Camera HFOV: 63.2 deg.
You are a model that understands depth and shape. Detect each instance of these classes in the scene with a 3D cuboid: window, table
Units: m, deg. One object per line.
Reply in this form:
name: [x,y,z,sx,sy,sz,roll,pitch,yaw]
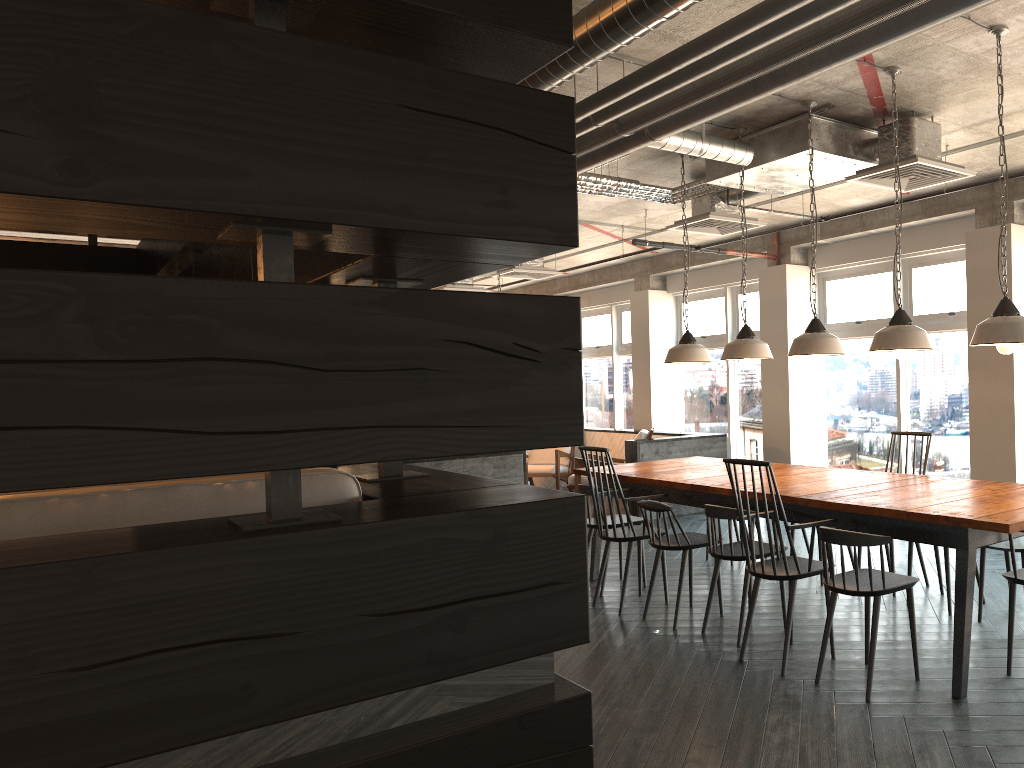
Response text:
window: [1.590,-0.019,12.698,0.286,2.875,2.129,-2,1,-30]
window: [3.990,-0.102,8.534,0.286,2.875,2.129,-2,1,-30]
table: [1.818,0.988,5.218,1.386,0.792,3.205,-2,0,-31]
window: [2.791,-0.061,10.614,0.286,2.875,2.129,-2,1,-30]

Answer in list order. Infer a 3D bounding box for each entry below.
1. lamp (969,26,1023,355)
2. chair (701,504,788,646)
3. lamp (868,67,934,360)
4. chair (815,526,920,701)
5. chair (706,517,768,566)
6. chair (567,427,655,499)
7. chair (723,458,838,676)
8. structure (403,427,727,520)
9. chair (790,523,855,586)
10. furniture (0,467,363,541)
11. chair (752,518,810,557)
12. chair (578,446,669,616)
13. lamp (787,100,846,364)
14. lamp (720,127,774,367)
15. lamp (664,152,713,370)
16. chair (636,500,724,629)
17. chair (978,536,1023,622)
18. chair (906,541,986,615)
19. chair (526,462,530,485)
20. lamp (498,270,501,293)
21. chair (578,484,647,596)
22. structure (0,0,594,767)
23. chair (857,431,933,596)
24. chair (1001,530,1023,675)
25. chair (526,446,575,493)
lamp: [2.413,-1.013,4.086,0.358,1.737,0.374,-2,1,9]
chair: [1.316,1.027,4.692,0.515,0.737,0.320,-2,1,-33]
lamp: [2.126,-1.003,4.583,0.423,1.737,0.309,-3,1,-44]
chair: [1.663,1.015,3.885,0.515,0.737,0.320,-2,1,-33]
chair: [1.770,1.027,6.607,0.537,0.726,0.320,-2,1,-34]
chair: [1.131,0.965,9.299,0.960,0.907,0.708,-2,0,0]
chair: [1.376,0.876,4.206,0.567,1.033,0.391,-2,1,-33]
structure: [-0.294,0.400,9.314,4.593,2.115,3.162,-2,0,-33]
chair: [2.193,1.007,5.906,0.515,0.737,0.320,-2,1,-33]
furniture: [-1.256,0.825,1.256,2.174,1.260,0.508,-2,1,-35]
chair: [2.030,1.013,6.321,0.515,0.737,0.320,-2,1,-33]
chair: [0.738,0.898,5.311,0.567,1.033,0.391,-2,1,-33]
lamp: [1.840,-0.993,5.080,0.411,1.737,0.320,-2,1,-22]
lamp: [1.554,-0.983,5.576,0.401,1.737,0.331,-2,1,-15]
lamp: [1.268,-0.974,6.073,0.401,1.737,0.331,-2,1,-15]
chair: [1.028,1.042,5.010,0.537,0.726,0.320,-2,1,-34]
chair: [2.878,0.984,4.731,0.515,0.737,0.320,-2,1,-33]
chair: [2.663,0.997,5.126,0.537,0.726,0.320,-2,1,-34]
chair: [-0.366,1.003,8.293,0.639,0.907,1.051,-1,0,29]
lamp: [-0.133,-0.875,9.414,0.578,1.545,0.440,-2,1,-26]
chair: [0.700,1.049,5.811,0.515,0.737,0.320,-2,1,-33]
structure: [-3.933,0.157,1.632,7.078,2.742,4.681,-2,0,-33]
chair: [2.552,0.848,5.589,0.567,1.033,0.391,-2,1,-33]
chair: [2.539,0.842,3.853,0.526,1.033,0.423,-2,1,-28]
chair: [0.397,0.990,10.522,0.669,0.907,1.011,-2,0,20]
